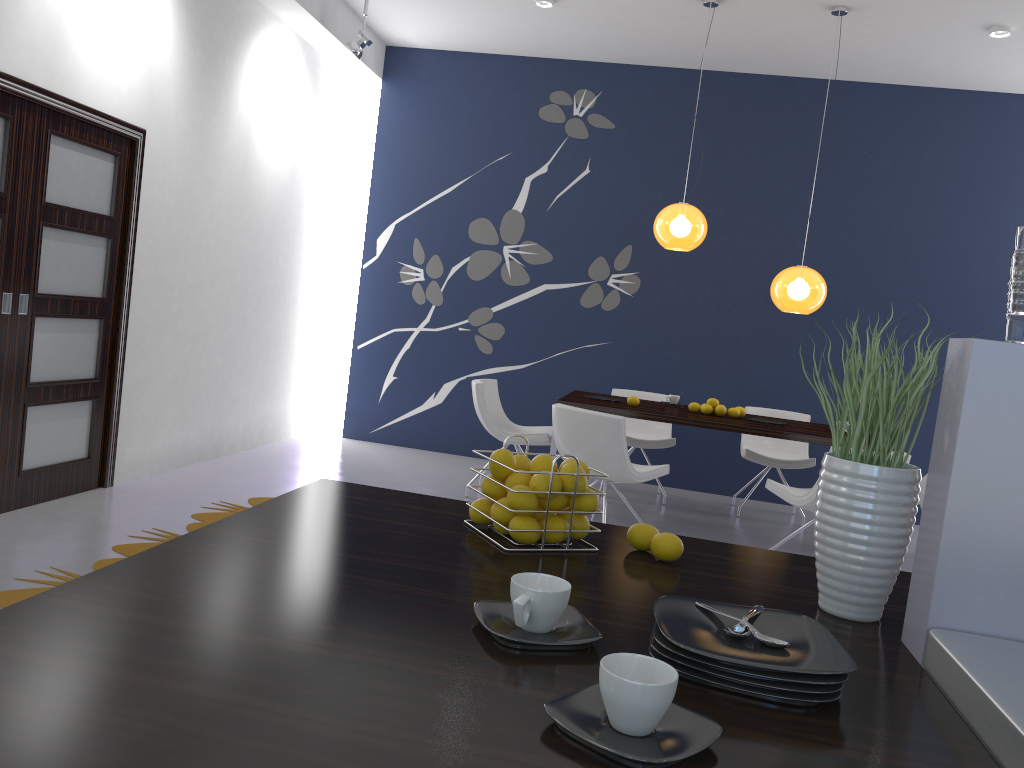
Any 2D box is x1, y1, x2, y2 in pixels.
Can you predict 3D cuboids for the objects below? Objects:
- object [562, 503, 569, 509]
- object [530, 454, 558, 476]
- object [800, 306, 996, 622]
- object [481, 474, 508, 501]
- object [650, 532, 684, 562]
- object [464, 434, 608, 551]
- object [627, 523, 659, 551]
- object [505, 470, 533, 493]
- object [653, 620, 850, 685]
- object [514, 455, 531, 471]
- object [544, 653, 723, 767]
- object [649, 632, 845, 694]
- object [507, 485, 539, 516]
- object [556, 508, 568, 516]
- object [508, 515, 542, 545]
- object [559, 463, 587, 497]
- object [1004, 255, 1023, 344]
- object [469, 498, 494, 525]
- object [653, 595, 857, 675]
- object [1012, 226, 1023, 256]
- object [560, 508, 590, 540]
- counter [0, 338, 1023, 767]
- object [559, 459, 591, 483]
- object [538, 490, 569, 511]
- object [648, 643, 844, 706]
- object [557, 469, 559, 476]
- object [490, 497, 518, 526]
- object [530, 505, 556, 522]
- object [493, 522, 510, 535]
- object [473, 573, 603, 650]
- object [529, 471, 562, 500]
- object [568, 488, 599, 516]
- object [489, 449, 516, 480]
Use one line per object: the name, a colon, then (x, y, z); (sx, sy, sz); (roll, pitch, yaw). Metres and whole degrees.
object: (0.096, 0.207, 1.664); (0.062, 0.053, 0.052); (6, 4, -19)
object: (0.058, 0.155, 1.636); (0.051, 0.053, 0.063); (8, 4, 11)
object: (0.557, 0.112, 1.417); (0.269, 0.502, 0.247); (4, 5, -38)
object: (-0.029, 0.194, 1.653); (0.061, 0.054, 0.053); (4, 5, -34)
object: (0.277, 0.292, 1.591); (0.053, 0.051, 0.063); (5, 4, -22)
object: (0.043, 0.196, 1.641); (0.189, 0.174, 0.207); (5, 5, -26)
object: (0.245, 0.284, 1.645); (0.063, 0.051, 0.053); (8, 4, 13)
object: (0.015, 0.183, 1.621); (0.055, 0.051, 0.061); (7, 4, 4)
object: (0.294, 0.327, 1.110); (0.232, 0.020, 0.232); (8, 4, 13)
object: (0.011, 0.161, 1.691); (0.051, 0.053, 0.063); (9, 4, 22)
object: (0.123, 0.317, 0.886); (0.153, 0.069, 0.153); (11, 6, 43)
object: (0.293, 0.336, 1.111); (0.232, 0.020, 0.232); (8, 4, 18)
object: (0.019, 0.205, 1.556); (0.060, 0.055, 0.053); (4, 5, -37)
object: (0.078, 0.255, 1.682); (0.064, 0.063, 0.074); (9, 5, 30)
object: (0.023, 0.256, 1.560); (0.061, 0.053, 0.053); (4, 5, -36)
object: (0.110, 0.172, 1.594); (0.052, 0.060, 0.057); (7, 4, -3)
object: (0.708, -0.111, 1.202); (0.071, 0.119, 0.072); (4, 5, -41)
object: (-0.050, 0.241, 1.678); (0.062, 0.052, 0.053); (4, 5, -41)
object: (0.457, 0.281, 1.000); (0.646, 0.147, 0.269); (10, 5, 34)
object: (0.713, -0.149, 1.200); (0.071, 0.119, 0.072); (4, 5, -41)
object: (0.114, 0.257, 1.633); (0.060, 0.057, 0.052); (8, 4, 11)
counter: (1.058, 0.660, 1.052); (3.291, 1.300, 1.302); (8, 4, 9)
object: (0.116, 0.165, 1.646); (0.053, 0.051, 0.063); (4, 5, -33)
object: (0.072, 0.204, 1.613); (0.064, 0.053, 0.051); (8, 4, 12)
object: (0.292, 0.346, 1.112); (0.232, 0.020, 0.232); (8, 4, 18)
object: (0.066, 0.178, 1.705); (0.061, 0.052, 0.053); (9, 4, 22)
object: (-0.009, 0.230, 1.596); (0.062, 0.053, 0.052); (3, 6, -44)
object: (0.054, 0.249, 1.647); (0.057, 0.060, 0.052); (8, 4, 15)
object: (-0.006, 0.251, 1.640); (0.061, 0.055, 0.050); (4, 5, -35)
object: (0.034, 0.288, 1.142); (0.153, 0.069, 0.153); (6, 4, -17)
object: (0.060, 0.180, 1.572); (0.063, 0.051, 0.053); (4, 5, -35)
object: (0.129, 0.213, 1.612); (0.053, 0.051, 0.063); (5, 4, -22)
object: (-0.018, 0.148, 1.630); (0.050, 0.060, 0.059); (8, 4, 9)
